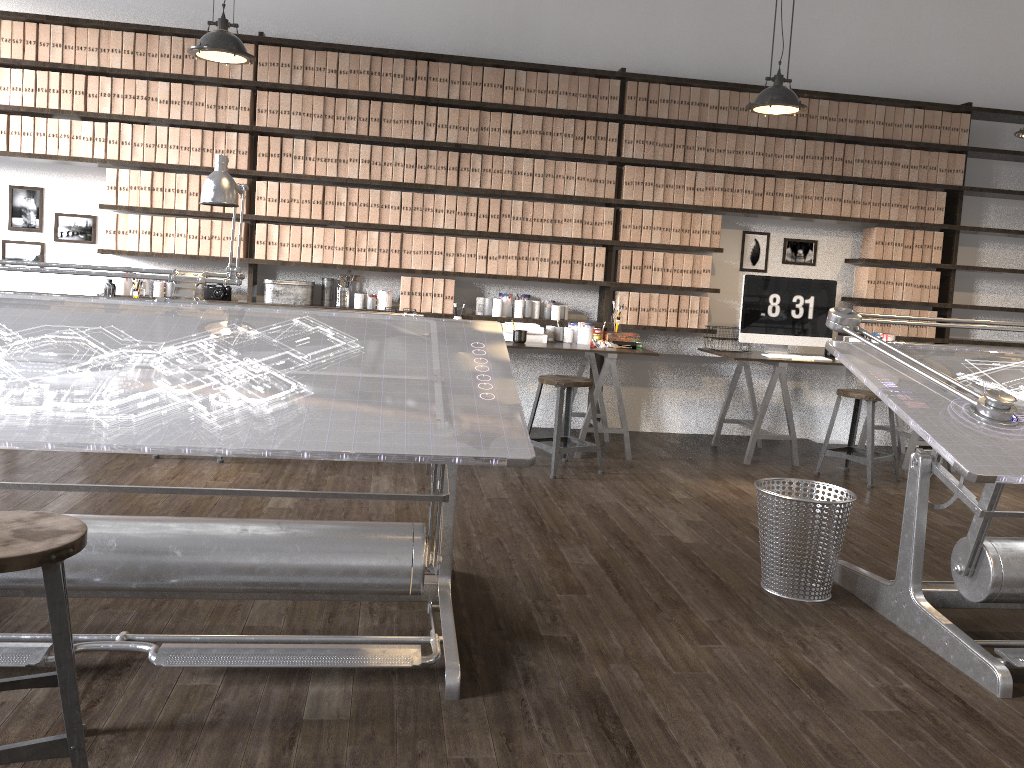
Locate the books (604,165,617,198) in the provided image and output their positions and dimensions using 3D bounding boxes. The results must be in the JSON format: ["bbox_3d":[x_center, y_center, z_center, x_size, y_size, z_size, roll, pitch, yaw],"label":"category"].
[{"bbox_3d":[0.639,-1.338,5.914,0.066,0.225,0.175,3,5,-8],"label":"books"}]

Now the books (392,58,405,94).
[{"bbox_3d":[-0.729,-1.952,5.674,0.066,0.225,0.175,3,5,-8],"label":"books"}]

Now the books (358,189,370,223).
[{"bbox_3d":[-0.953,-1.138,5.712,0.066,0.225,0.175,3,5,-8],"label":"books"}]

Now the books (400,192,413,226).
[{"bbox_3d":[-0.686,-1.125,5.745,0.067,0.225,0.175,3,5,-8],"label":"books"}]

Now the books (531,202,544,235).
[{"bbox_3d":[0.160,-1.085,5.869,0.066,0.225,0.175,3,5,-8],"label":"books"}]

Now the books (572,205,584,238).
[{"bbox_3d":[0.421,-1.072,5.902,0.067,0.225,0.175,3,5,-8],"label":"books"}]

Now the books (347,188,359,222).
[{"bbox_3d":[-1.023,-1.141,5.702,0.066,0.225,0.175,3,5,-8],"label":"books"}]

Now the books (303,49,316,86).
[{"bbox_3d":[-1.275,-1.978,5.602,0.066,0.225,0.175,3,5,-8],"label":"books"}]

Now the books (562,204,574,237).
[{"bbox_3d":[0.355,-1.076,5.894,0.066,0.224,0.175,3,5,-8],"label":"books"}]

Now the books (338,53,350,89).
[{"bbox_3d":[-1.064,-1.968,5.628,0.066,0.224,0.175,3,5,-8],"label":"books"}]

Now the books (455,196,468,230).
[{"bbox_3d":[-0.335,-1.108,5.793,0.067,0.225,0.175,3,5,-8],"label":"books"}]

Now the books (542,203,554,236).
[{"bbox_3d":[0.227,-1.081,5.873,0.067,0.225,0.175,3,5,-8],"label":"books"}]

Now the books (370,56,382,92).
[{"bbox_3d":[-0.869,-1.959,5.658,0.066,0.225,0.175,3,5,-8],"label":"books"}]

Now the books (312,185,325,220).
[{"bbox_3d":[-1.237,-1.151,5.667,0.067,0.225,0.175,3,5,-8],"label":"books"}]

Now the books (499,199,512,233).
[{"bbox_3d":[-0.051,-1.095,5.840,0.066,0.225,0.175,3,5,-8],"label":"books"}]

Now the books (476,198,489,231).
[{"bbox_3d":[-0.198,-1.102,5.819,0.066,0.224,0.175,3,5,-8],"label":"books"}]

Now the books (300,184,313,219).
[{"bbox_3d":[-1.311,-1.155,5.662,0.066,0.224,0.175,3,5,-8],"label":"books"}]

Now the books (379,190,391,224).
[{"bbox_3d":[-0.820,-1.132,5.730,0.066,0.224,0.175,3,5,-8],"label":"books"}]

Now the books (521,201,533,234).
[{"bbox_3d":[0.089,-1.089,5.860,0.066,0.225,0.175,3,5,-8],"label":"books"}]

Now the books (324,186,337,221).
[{"bbox_3d":[-1.163,-1.148,5.683,0.066,0.225,0.175,3,5,-8],"label":"books"}]

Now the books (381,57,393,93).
[{"bbox_3d":[-0.799,-1.956,5.668,0.066,0.225,0.175,3,5,-8],"label":"books"}]

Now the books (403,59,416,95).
[{"bbox_3d":[-0.659,-1.949,5.688,0.066,0.225,0.175,3,5,-8],"label":"books"}]

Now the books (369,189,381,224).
[{"bbox_3d":[-0.886,-1.134,5.716,0.067,0.225,0.175,3,5,-8],"label":"books"}]

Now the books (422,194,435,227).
[{"bbox_3d":[-0.548,-1.119,5.771,0.066,0.225,0.175,3,5,-8],"label":"books"}]

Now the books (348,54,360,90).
[{"bbox_3d":[-1.002,-1.965,5.638,0.066,0.224,0.175,3,5,-8],"label":"books"}]

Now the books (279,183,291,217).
[{"bbox_3d":[-1.437,-1.160,5.638,0.067,0.225,0.175,3,5,-8],"label":"books"}]

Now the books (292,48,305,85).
[{"bbox_3d":[-1.343,-1.981,5.588,0.066,0.225,0.175,3,5,-8],"label":"books"}]

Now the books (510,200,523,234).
[{"bbox_3d":[0.020,-1.091,5.846,0.066,0.225,0.175,3,5,-8],"label":"books"}]

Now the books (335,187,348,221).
[{"bbox_3d":[-1.093,-1.144,5.688,0.066,0.225,0.175,3,5,-8],"label":"books"}]

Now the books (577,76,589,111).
[{"bbox_3d":[0.451,-1.896,5.838,0.067,0.225,0.175,3,5,-8],"label":"books"}]

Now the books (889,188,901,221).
[{"bbox_3d":[2.632,-1.250,6.193,0.066,0.224,0.175,3,5,-8],"label":"books"}]

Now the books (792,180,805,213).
[{"bbox_3d":[1.936,-1.283,6.095,0.066,0.225,0.175,3,5,-8],"label":"books"}]

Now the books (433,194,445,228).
[{"bbox_3d":[-0.479,-1.115,5.776,0.066,0.225,0.175,3,5,-8],"label":"books"}]

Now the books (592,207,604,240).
[{"bbox_3d":[0.559,-1.067,5.927,0.066,0.225,0.175,3,5,-8],"label":"books"}]

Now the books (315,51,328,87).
[{"bbox_3d":[-1.205,-1.975,5.610,0.066,0.225,0.175,3,5,-8],"label":"books"}]

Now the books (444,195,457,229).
[{"bbox_3d":[-0.406,-1.111,5.783,0.066,0.225,0.175,3,5,-8],"label":"books"}]

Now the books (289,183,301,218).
[{"bbox_3d":[-1.375,-1.158,5.651,0.066,0.224,0.175,3,5,-8],"label":"books"}]

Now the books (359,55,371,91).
[{"bbox_3d":[-0.935,-1.961,5.643,0.067,0.225,0.175,3,5,-8],"label":"books"}]

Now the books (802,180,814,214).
[{"bbox_3d":[2.004,-1.280,6.108,0.066,0.225,0.175,3,5,-8],"label":"books"}]

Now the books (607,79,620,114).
[{"bbox_3d":[0.657,-1.886,5.869,0.066,0.225,0.175,3,5,-8],"label":"books"}]

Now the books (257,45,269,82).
[{"bbox_3d":[-1.549,-1.991,5.560,0.066,0.224,0.175,3,5,-8],"label":"books"}]

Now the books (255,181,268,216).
[{"bbox_3d":[-1.581,-1.167,5.621,0.066,0.225,0.175,3,5,-8],"label":"books"}]

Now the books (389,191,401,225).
[{"bbox_3d":[-0.758,-1.128,5.737,0.066,0.224,0.175,3,5,-8],"label":"books"}]

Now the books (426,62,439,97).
[{"bbox_3d":[-0.512,-1.942,5.709,0.066,0.224,0.175,3,5,-8],"label":"books"}]

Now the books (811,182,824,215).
[{"bbox_3d":[2.073,-1.277,6.116,0.066,0.225,0.175,3,5,-8],"label":"books"}]

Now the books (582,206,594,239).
[{"bbox_3d":[0.490,-1.070,5.915,0.066,0.225,0.175,3,5,-8],"label":"books"}]

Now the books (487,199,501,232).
[{"bbox_3d":[-0.124,-1.098,5.824,0.067,0.225,0.175,3,5,-8],"label":"books"}]

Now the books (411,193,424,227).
[{"bbox_3d":[-0.617,-1.122,5.759,0.066,0.225,0.175,3,5,-8],"label":"books"}]

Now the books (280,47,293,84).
[{"bbox_3d":[-1.414,-1.984,5.575,0.066,0.225,0.175,3,5,-8],"label":"books"}]

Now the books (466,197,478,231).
[{"bbox_3d":[-0.273,-1.106,5.806,0.066,0.224,0.175,3,5,-8],"label":"books"}]

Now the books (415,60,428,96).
[{"bbox_3d":[-0.584,-1.945,5.693,0.067,0.225,0.175,3,5,-8],"label":"books"}]

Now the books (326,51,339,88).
[{"bbox_3d":[-1.135,-1.971,5.616,0.067,0.225,0.175,3,5,-8],"label":"books"}]

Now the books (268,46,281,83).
[{"bbox_3d":[-1.486,-1.987,5.565,0.067,0.225,0.175,3,5,-8],"label":"books"}]

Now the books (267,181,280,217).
[{"bbox_3d":[-1.509,-1.163,5.628,0.066,0.225,0.175,3,5,-8],"label":"books"}]

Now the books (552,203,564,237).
[{"bbox_3d":[0.292,-1.079,5.887,0.066,0.224,0.175,3,5,-8],"label":"books"}]

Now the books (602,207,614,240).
[{"bbox_3d":[0.624,-1.063,5.929,0.067,0.225,0.175,3,5,-8],"label":"books"}]
